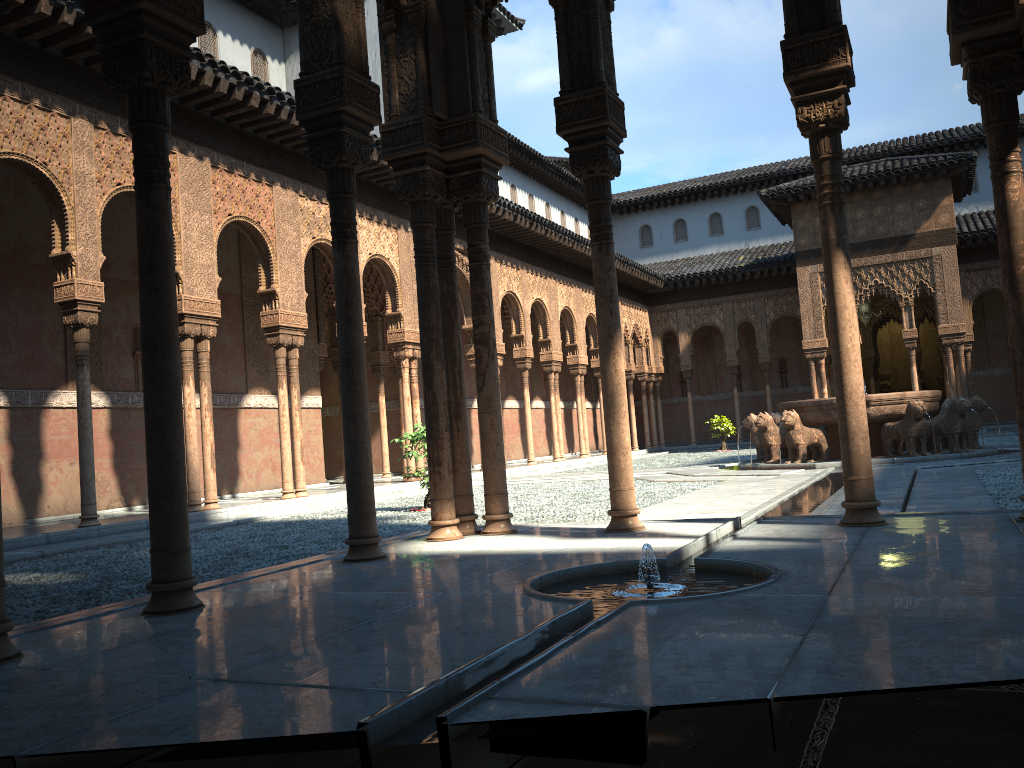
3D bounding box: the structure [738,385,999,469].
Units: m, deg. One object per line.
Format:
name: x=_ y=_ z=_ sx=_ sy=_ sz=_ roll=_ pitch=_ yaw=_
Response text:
structure: x=6.669 y=0.593 z=17.042 sx=4.508 sy=1.991 sz=4.508 roll=-6 pitch=-4 yaw=25
